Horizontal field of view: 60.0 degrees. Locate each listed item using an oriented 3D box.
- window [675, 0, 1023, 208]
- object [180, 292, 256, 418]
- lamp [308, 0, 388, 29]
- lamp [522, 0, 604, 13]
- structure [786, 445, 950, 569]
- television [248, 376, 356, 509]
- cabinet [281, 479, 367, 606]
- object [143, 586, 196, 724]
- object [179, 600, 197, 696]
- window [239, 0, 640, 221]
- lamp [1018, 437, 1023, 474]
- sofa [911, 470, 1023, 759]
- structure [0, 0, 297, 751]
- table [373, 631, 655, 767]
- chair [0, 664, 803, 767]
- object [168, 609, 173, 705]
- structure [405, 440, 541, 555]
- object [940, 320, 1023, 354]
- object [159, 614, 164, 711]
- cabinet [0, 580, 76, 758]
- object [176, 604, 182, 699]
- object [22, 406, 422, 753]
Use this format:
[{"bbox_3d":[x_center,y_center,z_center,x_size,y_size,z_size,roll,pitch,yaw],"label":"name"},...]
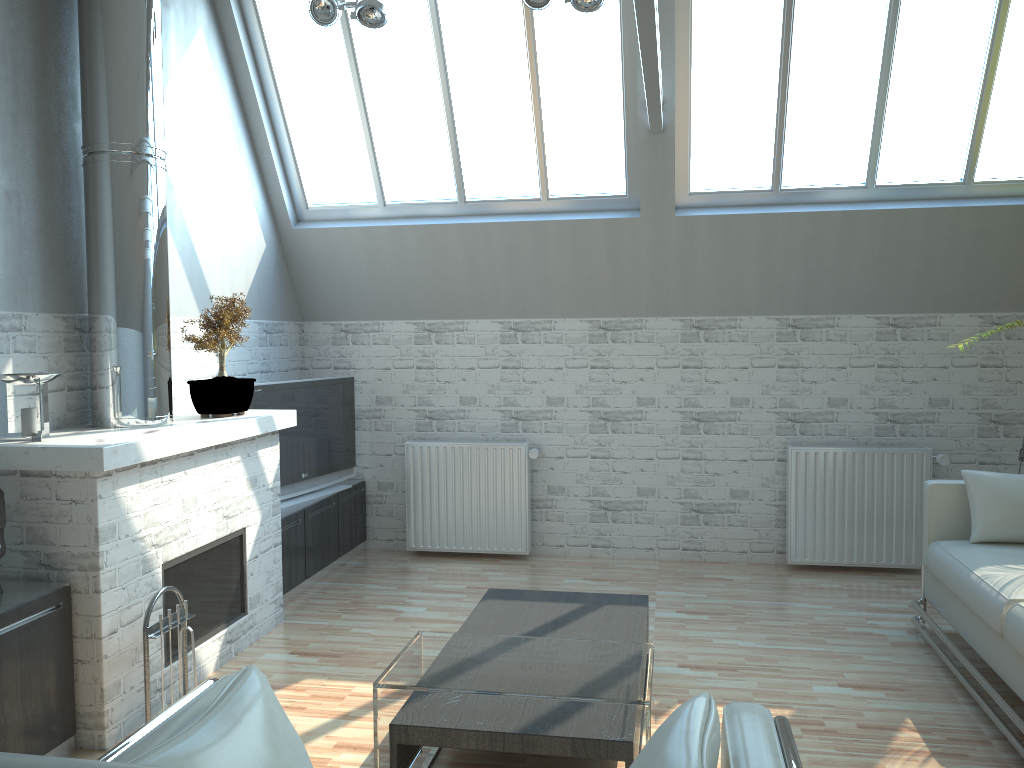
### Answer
[{"bbox_3d":[4.199,-3.575,9.967,4.651,2.787,1.897,0,3,10],"label":"window"},{"bbox_3d":[-2.965,-0.310,8.847,0.572,1.265,1.115,0,3,14],"label":"object"},{"bbox_3d":[-1.705,-4.267,8.994,0.808,1.172,0.619,0,3,15],"label":"lamp"},{"bbox_3d":[0.469,-4.265,8.594,0.808,1.172,0.619,0,3,15],"label":"lamp"},{"bbox_3d":[4.522,1.565,11.394,1.892,1.524,0.508,0,3,10],"label":"structure"},{"bbox_3d":[-2.775,0.704,11.321,0.592,1.514,2.577,1,3,20],"label":"television"},{"bbox_3d":[-2.843,1.973,11.312,0.908,1.016,3.234,0,3,10],"label":"cabinet"},{"bbox_3d":[-2.711,2.147,6.952,0.412,1.124,0.584,0,3,10],"label":"object"},{"bbox_3d":[-2.599,2.162,7.095,0.155,0.873,0.026,0,3,12],"label":"object"},{"bbox_3d":[-0.797,-3.577,10.888,4.651,2.787,1.897,0,3,10],"label":"window"},{"bbox_3d":[5.682,0.659,9.024,1.015,3.709,4.621,0,3,17],"label":"lamp"},{"bbox_3d":[4.766,1.659,6.633,2.199,1.999,4.866,0,3,10],"label":"sofa"},{"bbox_3d":[-3.284,-0.931,8.014,1.309,7.180,3.302,0,3,10],"label":"structure"},{"bbox_3d":[0.069,2.285,5.931,1.726,0.867,1.015,0,3,10],"label":"table"},{"bbox_3d":[-0.290,1.902,2.901,2.507,2.001,2.201,0,3,10],"label":"chair"},{"bbox_3d":[-2.581,2.203,6.879,0.145,0.932,0.065,-1,3,-8],"label":"object"},{"bbox_3d":[-0.529,1.563,12.324,1.892,1.524,0.508,0,3,10],"label":"structure"},{"bbox_3d":[6.348,0.365,8.222,3.777,4.386,5.015,-1,3,-14],"label":"object"},{"bbox_3d":[-2.603,2.203,6.738,0.146,0.916,0.131,0,3,11],"label":"object"},{"bbox_3d":[-4.102,2.224,4.410,0.914,1.270,4.572,0,3,10],"label":"cabinet"},{"bbox_3d":[-2.619,2.159,6.983,0.025,0.855,0.025,1,4,33],"label":"object"},{"bbox_3d":[-1.538,1.478,5.862,4.859,2.558,1.528,0,3,9],"label":"object"}]
